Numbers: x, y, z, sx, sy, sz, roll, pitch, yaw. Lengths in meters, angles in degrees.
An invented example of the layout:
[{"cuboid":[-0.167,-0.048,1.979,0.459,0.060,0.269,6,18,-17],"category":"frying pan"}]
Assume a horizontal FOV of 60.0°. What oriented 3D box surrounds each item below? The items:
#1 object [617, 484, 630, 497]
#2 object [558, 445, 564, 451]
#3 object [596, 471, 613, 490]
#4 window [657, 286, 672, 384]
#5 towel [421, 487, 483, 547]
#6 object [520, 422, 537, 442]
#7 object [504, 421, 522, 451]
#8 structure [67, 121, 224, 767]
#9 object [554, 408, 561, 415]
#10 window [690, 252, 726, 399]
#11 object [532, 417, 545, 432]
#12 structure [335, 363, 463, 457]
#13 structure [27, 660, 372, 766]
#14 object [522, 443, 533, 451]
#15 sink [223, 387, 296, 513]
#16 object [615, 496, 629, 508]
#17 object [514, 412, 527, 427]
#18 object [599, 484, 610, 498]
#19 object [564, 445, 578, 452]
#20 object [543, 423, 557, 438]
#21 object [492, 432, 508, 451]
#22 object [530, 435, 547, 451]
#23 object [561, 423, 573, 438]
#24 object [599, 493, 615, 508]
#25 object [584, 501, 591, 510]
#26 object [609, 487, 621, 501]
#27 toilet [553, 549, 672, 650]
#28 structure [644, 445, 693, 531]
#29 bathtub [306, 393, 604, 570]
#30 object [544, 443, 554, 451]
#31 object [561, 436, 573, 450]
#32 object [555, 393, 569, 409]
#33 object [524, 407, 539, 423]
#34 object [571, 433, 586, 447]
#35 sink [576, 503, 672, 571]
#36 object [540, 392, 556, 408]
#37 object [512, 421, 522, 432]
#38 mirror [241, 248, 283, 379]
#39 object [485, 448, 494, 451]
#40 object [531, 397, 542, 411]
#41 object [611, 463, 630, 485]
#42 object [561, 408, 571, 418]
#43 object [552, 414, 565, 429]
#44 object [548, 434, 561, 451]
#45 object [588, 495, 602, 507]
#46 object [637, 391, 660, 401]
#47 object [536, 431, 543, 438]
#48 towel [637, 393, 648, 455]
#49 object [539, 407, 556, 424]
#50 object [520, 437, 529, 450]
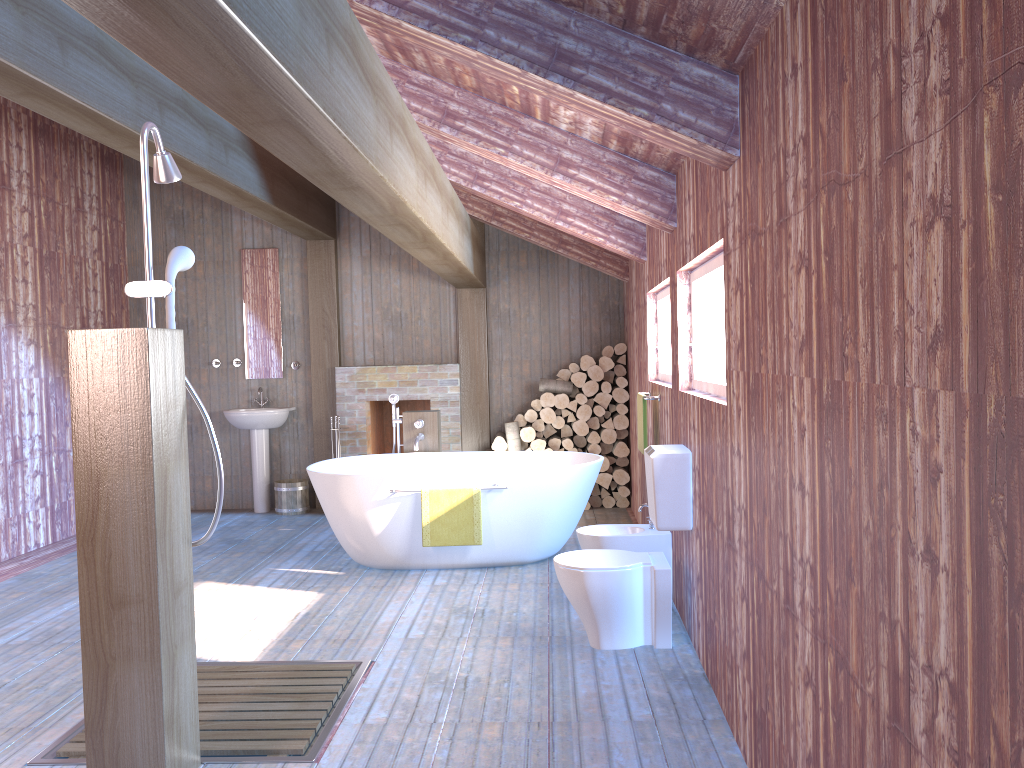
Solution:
[{"cuboid":[0.978,0.917,7.861,0.102,0.109,0.438,-2,2,3],"category":"object"},{"cuboid":[0.415,0.595,7.874,0.086,0.089,0.279,-2,2,0],"category":"object"},{"cuboid":[0.798,0.837,7.895,0.169,0.152,0.481,-2,2,2],"category":"object"},{"cuboid":[0.953,-0.292,5.243,0.054,0.587,1.255,-2,2,3],"category":"window"},{"cuboid":[-0.370,0.815,5.445,0.370,0.361,0.032,-2,2,-1],"category":"towel"},{"cuboid":[0.147,0.425,7.878,0.138,0.147,0.440,-2,2,3],"category":"object"},{"cuboid":[0.010,0.476,7.713,0.147,0.298,0.109,-1,2,5],"category":"object"},{"cuboid":[-1.185,0.208,2.949,0.328,2.209,0.522,-1,2,23],"category":"structure"},{"cuboid":[0.405,0.241,7.845,0.057,0.061,0.156,-2,2,2],"category":"object"},{"cuboid":[0.865,-0.240,3.700,0.054,0.587,1.255,-2,2,3],"category":"window"},{"cuboid":[0.234,0.357,7.881,0.111,0.113,0.301,-2,2,2],"category":"object"},{"cuboid":[-1.015,0.488,8.105,1.130,1.330,0.226,-2,2,2],"category":"structure"},{"cuboid":[-1.151,1.303,3.527,1.000,0.067,1.000,-2,2,2],"category":"structure"},{"cuboid":[0.120,0.628,7.909,0.155,0.174,0.483,-2,2,1],"category":"object"},{"cuboid":[-2.296,0.603,8.024,0.582,1.143,0.475,-2,2,2],"category":"sink"},{"cuboid":[0.971,1.028,7.919,0.114,0.113,0.301,-2,2,0],"category":"object"},{"cuboid":[0.073,0.316,7.918,0.114,0.113,0.301,-2,2,0],"category":"object"},{"cuboid":[0.824,0.949,7.913,0.084,0.105,0.280,-2,2,1],"category":"object"},{"cuboid":[0.525,0.607,7.872,0.111,0.113,0.301,-2,2,1],"category":"object"},{"cuboid":[0.340,0.403,7.965,0.128,0.150,0.323,-2,2,3],"category":"object"},{"cuboid":[-0.105,0.513,7.901,0.139,0.137,0.455,-2,2,1],"category":"object"},{"cuboid":[0.239,0.530,7.893,0.139,0.148,0.458,-2,2,3],"category":"object"},{"cuboid":[0.490,0.413,7.962,0.104,0.127,0.321,-2,2,3],"category":"object"},{"cuboid":[0.849,1.033,7.912,0.116,0.117,0.289,-2,2,0],"category":"object"},{"cuboid":[0.625,1.042,7.854,0.114,0.113,0.301,-2,2,0],"category":"object"},{"cuboid":[0.923,0.982,7.915,0.085,0.086,0.278,-2,2,0],"category":"object"},{"cuboid":[0.468,1.019,4.191,0.534,0.400,0.375,-2,2,3],"category":"toilet"},{"cuboid":[0.728,0.478,4.156,0.182,0.363,0.358,-2,2,3],"category":"structure"},{"cuboid":[-0.400,0.634,6.013,1.935,1.109,1.460,-1,2,24],"category":"bathtub"},{"cuboid":[0.322,0.596,7.872,0.098,0.100,0.437,-2,2,1],"category":"object"},{"cuboid":[0.483,0.513,7.865,0.098,0.100,0.437,-2,2,1],"category":"object"},{"cuboid":[0.436,0.138,7.860,0.138,0.147,0.440,-2,2,3],"category":"object"},{"cuboid":[0.174,0.269,7.864,0.115,0.123,0.291,-1,2,3],"category":"object"},{"cuboid":[0.599,0.497,7.960,0.116,0.118,0.289,-2,2,0],"category":"object"},{"cuboid":[0.620,0.930,4.967,0.515,0.517,0.335,-2,2,3],"category":"sink"},{"cuboid":[0.321,0.127,7.864,0.135,0.145,0.439,-2,2,3],"category":"object"},{"cuboid":[0.030,0.400,7.991,0.108,0.113,0.302,-2,2,3],"category":"object"},{"cuboid":[-2.307,-0.649,8.192,0.350,1.199,0.009,-2,2,2],"category":"mirror"},{"cuboid":[-0.205,0.641,7.951,0.101,0.103,0.242,-1,2,3],"category":"object"},{"cuboid":[0.226,0.177,7.874,0.106,0.112,0.282,-1,2,3],"category":"object"},{"cuboid":[0.954,0.792,7.861,0.147,0.152,0.439,-2,2,3],"category":"object"},{"cuboid":[0.482,0.248,7.857,0.088,0.092,0.280,-1,2,3],"category":"object"},{"cuboid":[0.411,0.327,7.859,0.115,0.123,0.291,-1,2,3],"category":"object"},{"cuboid":[0.380,0.519,7.874,0.114,0.120,0.303,-1,2,3],"category":"object"},{"cuboid":[0.736,1.031,7.974,0.116,0.118,0.289,-2,2,0],"category":"object"},{"cuboid":[0.838,0.074,5.483,0.091,0.043,0.581,-2,2,3],"category":"object"},{"cuboid":[0.243,0.438,7.883,0.064,0.068,0.174,-2,2,2],"category":"object"},{"cuboid":[0.807,0.241,5.495,0.032,0.361,0.370,-2,2,3],"category":"towel"},{"cuboid":[0.312,0.265,7.863,0.141,0.143,0.437,-2,2,1],"category":"object"},{"cuboid":[0.090,0.522,7.976,0.121,0.124,0.291,-1,2,3],"category":"object"}]
